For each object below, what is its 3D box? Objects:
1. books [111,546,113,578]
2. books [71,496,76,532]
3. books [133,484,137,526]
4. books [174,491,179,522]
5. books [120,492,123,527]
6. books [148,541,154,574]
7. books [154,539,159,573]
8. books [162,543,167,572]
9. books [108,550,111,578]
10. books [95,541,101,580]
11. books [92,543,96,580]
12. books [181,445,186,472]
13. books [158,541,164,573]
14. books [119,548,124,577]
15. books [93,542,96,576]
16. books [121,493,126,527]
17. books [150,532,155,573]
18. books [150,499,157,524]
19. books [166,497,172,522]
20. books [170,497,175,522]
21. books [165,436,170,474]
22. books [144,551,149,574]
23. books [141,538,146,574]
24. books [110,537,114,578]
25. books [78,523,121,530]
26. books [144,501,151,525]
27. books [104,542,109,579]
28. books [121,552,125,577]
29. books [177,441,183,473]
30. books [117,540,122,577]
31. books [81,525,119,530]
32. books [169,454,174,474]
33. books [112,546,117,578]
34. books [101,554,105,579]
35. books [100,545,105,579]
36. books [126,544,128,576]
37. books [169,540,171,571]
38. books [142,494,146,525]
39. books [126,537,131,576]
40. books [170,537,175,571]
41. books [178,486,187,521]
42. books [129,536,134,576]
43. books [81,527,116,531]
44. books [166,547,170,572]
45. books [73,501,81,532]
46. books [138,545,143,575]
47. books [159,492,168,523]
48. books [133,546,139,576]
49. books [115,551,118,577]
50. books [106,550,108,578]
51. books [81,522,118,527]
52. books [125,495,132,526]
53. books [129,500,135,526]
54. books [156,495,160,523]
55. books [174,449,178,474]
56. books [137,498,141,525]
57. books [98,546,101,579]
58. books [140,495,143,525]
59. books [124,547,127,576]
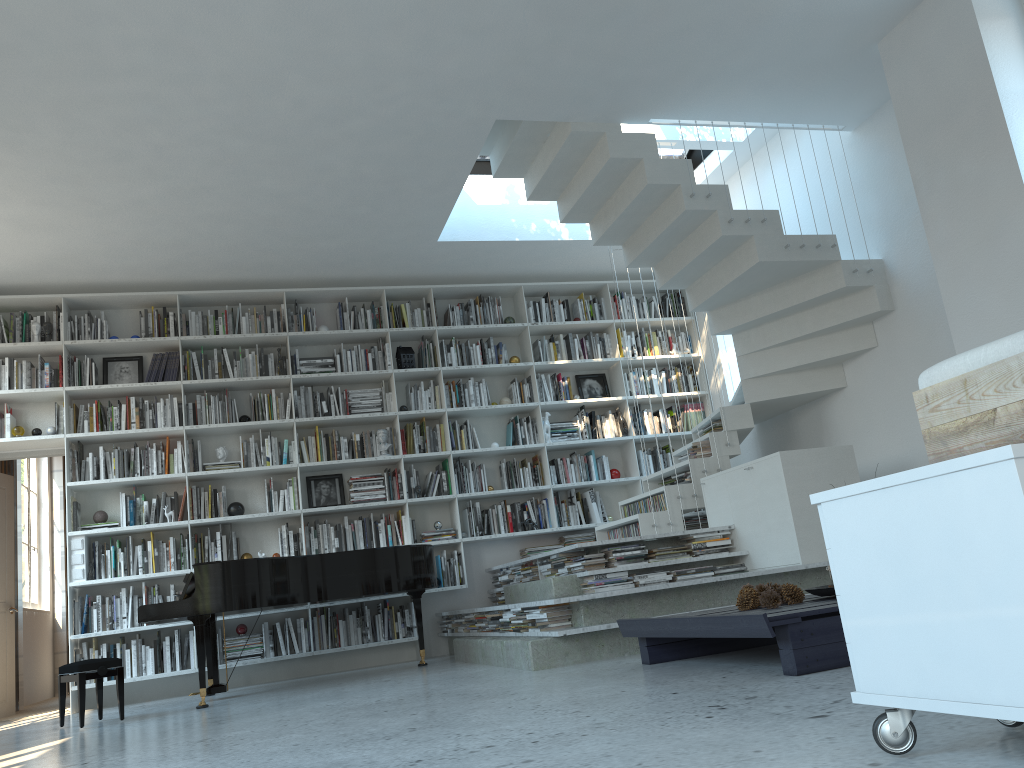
[{"bbox_3d":[-3.011,1.358,6.708,0.014,0.242,0.171,-4,-14,-18],"label":"books"},{"bbox_3d":[-3.322,1.005,6.727,0.012,0.284,0.160,-4,-14,-18],"label":"books"},{"bbox_3d":[-2.910,0.955,6.863,0.011,0.335,0.154,-4,-14,-18],"label":"books"},{"bbox_3d":[-2.621,0.977,6.935,0.021,0.250,0.154,-4,-14,-18],"label":"books"},{"bbox_3d":[-2.995,0.982,6.818,0.012,0.284,0.160,-4,-14,-18],"label":"books"},{"bbox_3d":[-2.762,1.338,6.789,0.026,0.253,0.177,-4,-14,-18],"label":"books"},{"bbox_3d":[-2.716,1.330,6.793,0.028,0.260,0.181,-4,-14,-18],"label":"books"},{"bbox_3d":[-2.668,1.347,6.824,0.025,0.228,0.153,-4,-14,-18],"label":"books"},{"bbox_3d":[-3.027,1.370,6.692,0.015,0.216,0.180,-4,-14,-18],"label":"books"},{"bbox_3d":[-3.117,1.341,6.687,0.014,0.293,0.172,-4,-14,-18],"label":"books"},{"bbox_3d":[-3.145,1.350,6.686,0.008,0.284,0.160,-4,-14,-18],"label":"books"},{"bbox_3d":[-2.601,0.618,7.048,0.036,0.257,0.123,-4,-14,-18],"label":"books"},{"bbox_3d":[-2.690,1.335,6.805,0.028,0.248,0.159,-4,-14,-18],"label":"books"},{"bbox_3d":[-2.955,1.365,6.714,0.015,0.218,0.190,-4,-14,-18],"label":"books"},{"bbox_3d":[-3.133,1.346,6.689,0.016,0.289,0.153,-4,-14,-18],"label":"books"},{"bbox_3d":[-2.977,0.987,6.821,0.024,0.272,0.150,-4,-14,-18],"label":"books"},{"bbox_3d":[-2.746,1.303,6.801,0.021,0.322,0.172,-4,-14,-18],"label":"books"},{"bbox_3d":[-2.782,1.007,6.889,0.056,0.213,0.143,-4,-14,-18],"label":"books"},{"bbox_3d":[-2.665,0.998,6.903,0.030,0.207,0.173,-4,-14,-18],"label":"books"},{"bbox_3d":[-2.640,0.998,6.921,0.027,0.209,0.144,-4,-14,-18],"label":"books"},{"bbox_3d":[-2.721,0.590,7.009,0.035,0.325,0.170,-4,-14,-18],"label":"books"},{"bbox_3d":[-2.781,1.372,6.763,0.029,0.181,0.190,-4,-14,-18],"label":"books"},{"bbox_3d":[-2.810,1.327,6.776,0.014,0.281,0.150,-4,-14,-18],"label":"books"},{"bbox_3d":[-3.026,1.325,6.715,0.006,0.314,0.146,-4,-14,-18],"label":"books"},{"bbox_3d":[-3.131,1.088,6.751,0.285,0.012,0.160,-4,-14,-14],"label":"books"},{"bbox_3d":[-2.812,1.012,6.842,0.029,0.189,0.189,-4,-14,-18],"label":"books"},{"bbox_3d":[-3.058,1.343,6.697,0.008,0.279,0.165,-4,-14,-17],"label":"books"},{"bbox_3d":[-2.937,1.377,6.712,0.016,0.188,0.184,-4,-14,-18],"label":"books"},{"bbox_3d":[-2.633,0.606,7.040,0.027,0.285,0.148,-4,-14,-18],"label":"books"},{"bbox_3d":[-2.968,1.331,6.712,0.007,0.285,0.182,-4,-14,-18],"label":"books"},{"bbox_3d":[-3.130,1.100,6.751,0.254,0.012,0.161,-3,-14,-20],"label":"books"},{"bbox_3d":[-2.682,0.657,7.006,0.030,0.183,0.152,-4,-14,-18],"label":"books"},{"bbox_3d":[-2.997,1.353,6.699,0.009,0.244,0.185,-4,-14,-17],"label":"books"},{"bbox_3d":[-3.059,1.382,6.664,0.019,0.189,0.194,-4,-14,-18],"label":"books"},{"bbox_3d":[-3.081,1.351,6.683,0.007,0.263,0.177,-4,-14,-18],"label":"books"},{"bbox_3d":[-2.927,1.332,6.766,0.009,0.298,0.141,-4,-14,-18],"label":"books"},{"bbox_3d":[-2.629,1.336,6.837,0.010,0.245,0.160,-4,-14,-18],"label":"books"},{"bbox_3d":[-2.839,0.988,6.855,0.011,0.250,0.172,-4,-14,-18],"label":"books"},{"bbox_3d":[-2.903,1.321,6.737,0.019,0.299,0.180,-4,-14,-18],"label":"books"},{"bbox_3d":[-2.611,1.321,6.828,0.021,0.265,0.186,-4,-14,-18],"label":"books"},{"bbox_3d":[-2.563,0.952,6.917,0.082,0.275,0.229,-4,-14,-18],"label":"books"},{"bbox_3d":[-2.892,1.320,6.753,0.012,0.305,0.190,-4,-14,-18],"label":"books"},{"bbox_3d":[-3.130,1.113,6.752,0.254,0.012,0.161,-4,-14,-16],"label":"books"},{"bbox_3d":[-2.643,1.363,6.830,0.023,0.193,0.140,-4,-14,-18],"label":"books"},{"bbox_3d":[-3.297,1.021,6.719,0.028,0.242,0.157,-4,-14,-18],"label":"books"},{"bbox_3d":[-2.827,1.354,6.765,0.027,0.229,0.159,-4,-14,-18],"label":"books"},{"bbox_3d":[-2.713,0.979,6.901,0.060,0.254,0.159,-4,-14,-18],"label":"books"},{"bbox_3d":[-2.866,1.360,6.770,0.045,0.229,0.138,-4,-14,-18],"label":"books"},{"bbox_3d":[-2.992,1.377,6.728,0.016,0.210,0.146,-4,-14,-18],"label":"books"},{"bbox_3d":[-3.045,1.374,6.700,0.015,0.217,0.177,-4,-14,-18],"label":"books"},{"bbox_3d":[-3.134,1.078,6.760,0.254,0.012,0.161,-4,-14,-16],"label":"books"},{"bbox_3d":[-2.952,0.996,6.835,0.031,0.255,0.143,-4,-14,-18],"label":"books"},{"bbox_3d":[-2.912,1.009,6.811,0.029,0.207,0.190,-4,-14,-18],"label":"books"},{"bbox_3d":[-2.751,0.992,6.902,0.013,0.241,0.141,-4,-14,-18],"label":"books"},{"bbox_3d":[-2.656,0.636,7.020,0.031,0.223,0.145,-4,-14,-18],"label":"books"},{"bbox_3d":[-2.885,1.006,6.863,0.030,0.231,0.148,-4,-14,-18],"label":"books"},{"bbox_3d":[-3.100,1.360,6.696,0.022,0.256,0.142,-4,-14,-18],"label":"books"},{"bbox_3d":[-2.860,0.994,6.867,0.022,0.248,0.129,-4,-14,-18],"label":"books"},{"bbox_3d":[-2.933,1.365,6.753,0.016,0.230,0.136,-4,-14,-18],"label":"books"}]
